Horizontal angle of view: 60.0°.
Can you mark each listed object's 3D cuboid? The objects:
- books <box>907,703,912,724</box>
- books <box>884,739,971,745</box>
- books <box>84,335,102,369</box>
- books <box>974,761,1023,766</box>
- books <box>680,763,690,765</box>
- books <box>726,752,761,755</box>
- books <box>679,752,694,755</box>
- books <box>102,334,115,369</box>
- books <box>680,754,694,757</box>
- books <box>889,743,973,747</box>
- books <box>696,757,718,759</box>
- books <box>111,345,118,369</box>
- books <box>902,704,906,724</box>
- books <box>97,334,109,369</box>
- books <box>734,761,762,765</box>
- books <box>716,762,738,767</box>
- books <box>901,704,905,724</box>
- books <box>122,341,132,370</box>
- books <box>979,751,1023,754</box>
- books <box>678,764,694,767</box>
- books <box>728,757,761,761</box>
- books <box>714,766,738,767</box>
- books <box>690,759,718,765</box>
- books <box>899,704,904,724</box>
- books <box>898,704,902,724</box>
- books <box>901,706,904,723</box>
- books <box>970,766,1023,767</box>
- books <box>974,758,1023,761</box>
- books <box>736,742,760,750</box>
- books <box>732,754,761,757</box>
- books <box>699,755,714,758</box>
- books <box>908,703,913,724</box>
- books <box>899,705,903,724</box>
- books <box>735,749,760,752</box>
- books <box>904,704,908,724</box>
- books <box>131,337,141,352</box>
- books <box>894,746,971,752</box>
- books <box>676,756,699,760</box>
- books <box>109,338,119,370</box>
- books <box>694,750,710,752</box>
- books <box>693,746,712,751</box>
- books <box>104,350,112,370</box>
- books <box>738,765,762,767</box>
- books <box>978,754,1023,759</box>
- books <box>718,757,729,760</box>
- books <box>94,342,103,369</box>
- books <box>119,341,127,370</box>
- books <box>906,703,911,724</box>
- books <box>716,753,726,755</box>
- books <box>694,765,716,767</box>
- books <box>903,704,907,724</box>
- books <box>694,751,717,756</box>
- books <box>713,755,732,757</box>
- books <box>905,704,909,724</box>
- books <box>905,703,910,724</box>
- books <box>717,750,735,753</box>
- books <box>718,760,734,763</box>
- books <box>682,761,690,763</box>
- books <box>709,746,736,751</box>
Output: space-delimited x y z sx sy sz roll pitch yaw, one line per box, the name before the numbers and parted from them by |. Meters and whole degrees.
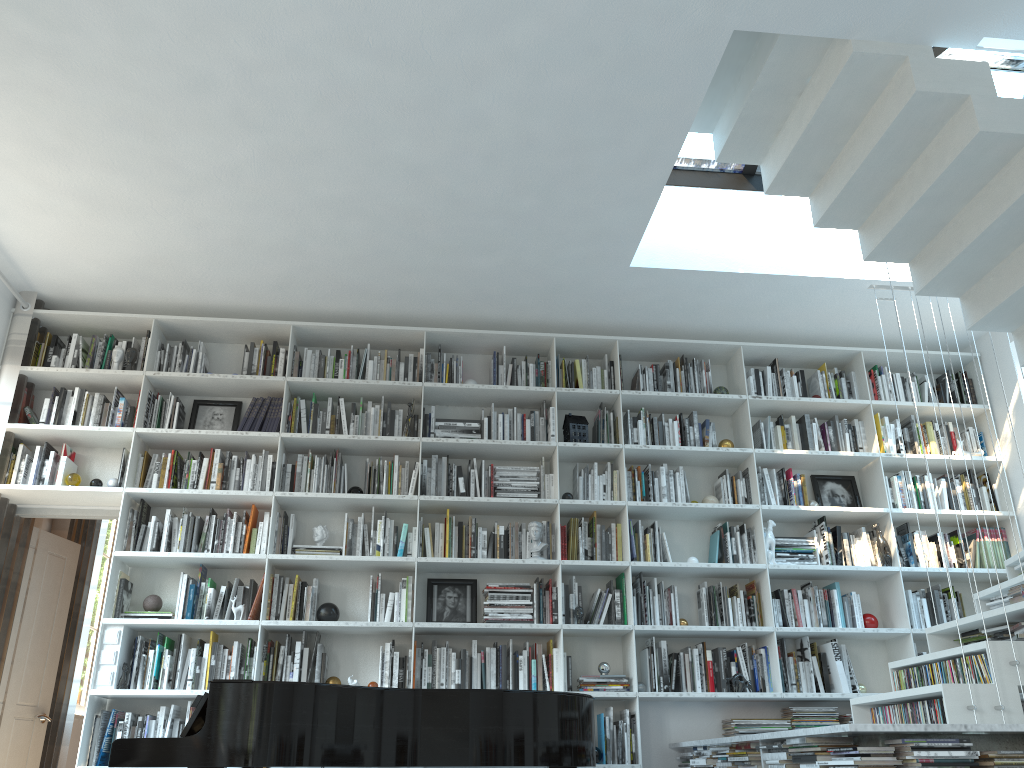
books | 1.876 1.523 4.048 0.125 0.124 0.007 2 -23 -6
books | 1.502 1.297 3.214 0.261 0.016 0.129 3 -24 -7
books | -2.622 -0.142 5.571 0.039 0.281 0.182 2 -23 -6
books | 1.785 1.360 3.178 0.273 0.014 0.188 4 -24 -10
books | 1.064 2.134 4.984 0.156 0.009 0.288 3 -24 -8
books | 1.147 1.745 4.190 0.187 0.009 0.262 3 -24 -7
books | 1.061 2.086 5.004 0.159 0.011 0.247 4 -24 -9
books | -2.545 -0.147 5.599 0.029 0.313 0.129 2 -23 -6
books | 1.061 2.095 5.000 0.167 0.008 0.235 3 -24 -7
books | 1.505 1.300 3.191 0.228 0.009 0.159 4 -24 -9
books | 1.089 1.996 4.726 0.171 0.007 0.207 1 -24 -4
books | -2.483 -0.107 5.583 0.021 0.225 0.157 2 -23 -6
books | 1.871 1.541 4.090 0.125 0.124 0.008 2 -23 -6
books | -2.566 -0.148 5.585 0.014 0.303 0.146 2 -23 -6
books | 1.160 1.784 4.174 0.159 0.018 0.204 3 -24 -8
books | 1.133 1.903 4.436 0.154 0.018 0.222 3 -24 -7
books | 1.870 1.544 4.096 0.125 0.124 0.007 2 -23 -6
books | -2.413 -0.121 5.591 0.027 0.258 0.147 2 -23 -6
books | 1.784 1.332 3.202 0.203 0.011 0.174 4 -24 -10
books | 1.057 2.143 4.979 0.179 0.012 0.263 2 -24 -6
books | 1.151 1.768 4.180 0.179 0.017 0.294 2 -24 -5
books | 1.122 1.922 4.427 0.164 0.023 0.243 1 -24 -2
books | 1.078 2.012 4.718 0.189 0.029 0.238 4 -24 -9
books | 1.868 1.551 4.111 0.125 0.125 0.009 2 -23 -6
books | 1.867 1.557 4.125 0.125 0.124 0.009 2 -23 -6
books | 1.869 1.547 4.103 0.125 0.124 0.008 2 -23 -6
books | 1.784 1.380 3.186 0.214 0.015 0.177 2 -24 -5
books | 1.783 1.358 3.204 0.179 0.010 0.161 1 -24 -4
books | 1.162 1.716 4.204 0.139 0.028 0.263 0 -24 -1
books | 1.154 1.754 4.186 0.161 0.012 0.255 1 -24 -2
books | 1.096 1.987 4.730 0.143 0.012 0.265 0 -24 -1
books | 1.877 1.520 4.041 0.125 0.125 0.010 2 -23 -6
books | 1.867 1.554 4.118 0.125 0.124 0.008 2 -23 -6
books | 1.173 1.736 4.197 0.128 0.013 0.297 3 -24 -8
books | 1.872 1.535 4.076 0.125 0.124 0.007 2 -23 -6
books | -2.394 -0.131 5.611 0.013 0.290 0.155 2 -23 -6
books | 1.504 1.315 3.193 0.221 0.018 0.155 2 -24 -5
books | 1.051 2.105 4.994 0.171 0.015 0.254 4 -24 -10
books | -2.500 -0.129 5.592 0.013 0.274 0.159 2 -23 -6
books | 1.096 1.962 4.741 0.159 0.007 0.286 3 -24 -7
books | 1.085 1.949 4.745 0.171 0.020 0.194 4 -24 -10
books | -2.518 -0.092 5.567 0.024 0.186 0.160 2 -23 -6
books | 1.172 1.800 4.169 0.138 0.017 0.238 3 -24 -7
books | 1.783 1.345 3.203 0.245 0.013 0.173 3 -24 -7
books | 1.134 1.877 4.447 0.144 0.013 0.221 1 -24 -3
books | -2.589 -0.122 5.587 0.030 0.256 0.130 2 -23 -6
books | -2.437 -0.118 5.590 0.021 0.252 0.180 2 -23 -6
books | 1.875 1.526 4.055 0.125 0.124 0.007 2 -23 -6
books | 1.132 1.859 4.455 0.160 0.010 0.180 2 -24 -6
books | 1.092 2.030 4.712 0.163 0.008 0.296 3 -24 -8
books | 1.872 1.538 4.083 0.125 0.124 0.009 2 -23 -6
books | 1.095 1.973 4.736 0.163 0.018 0.291 3 -24 -7
books | 1.126 1.867 4.451 0.167 0.008 0.235 3 -24 -7
books | 1.873 1.532 4.069 0.125 0.124 0.008 2 -23 -6
books | 1.874 1.529 4.062 0.125 0.124 0.007 2 -23 -6
books | 1.132 1.849 4.459 0.149 0.013 0.221 1 -24 -3
books | 1.137 1.889 4.443 0.150 0.013 0.216 2 -24 -6
books | 1.072 2.127 4.988 0.145 0.008 0.299 3 -24 -7
books | 1.119 1.836 4.463 0.165 0.015 0.244 4 -24 -10
